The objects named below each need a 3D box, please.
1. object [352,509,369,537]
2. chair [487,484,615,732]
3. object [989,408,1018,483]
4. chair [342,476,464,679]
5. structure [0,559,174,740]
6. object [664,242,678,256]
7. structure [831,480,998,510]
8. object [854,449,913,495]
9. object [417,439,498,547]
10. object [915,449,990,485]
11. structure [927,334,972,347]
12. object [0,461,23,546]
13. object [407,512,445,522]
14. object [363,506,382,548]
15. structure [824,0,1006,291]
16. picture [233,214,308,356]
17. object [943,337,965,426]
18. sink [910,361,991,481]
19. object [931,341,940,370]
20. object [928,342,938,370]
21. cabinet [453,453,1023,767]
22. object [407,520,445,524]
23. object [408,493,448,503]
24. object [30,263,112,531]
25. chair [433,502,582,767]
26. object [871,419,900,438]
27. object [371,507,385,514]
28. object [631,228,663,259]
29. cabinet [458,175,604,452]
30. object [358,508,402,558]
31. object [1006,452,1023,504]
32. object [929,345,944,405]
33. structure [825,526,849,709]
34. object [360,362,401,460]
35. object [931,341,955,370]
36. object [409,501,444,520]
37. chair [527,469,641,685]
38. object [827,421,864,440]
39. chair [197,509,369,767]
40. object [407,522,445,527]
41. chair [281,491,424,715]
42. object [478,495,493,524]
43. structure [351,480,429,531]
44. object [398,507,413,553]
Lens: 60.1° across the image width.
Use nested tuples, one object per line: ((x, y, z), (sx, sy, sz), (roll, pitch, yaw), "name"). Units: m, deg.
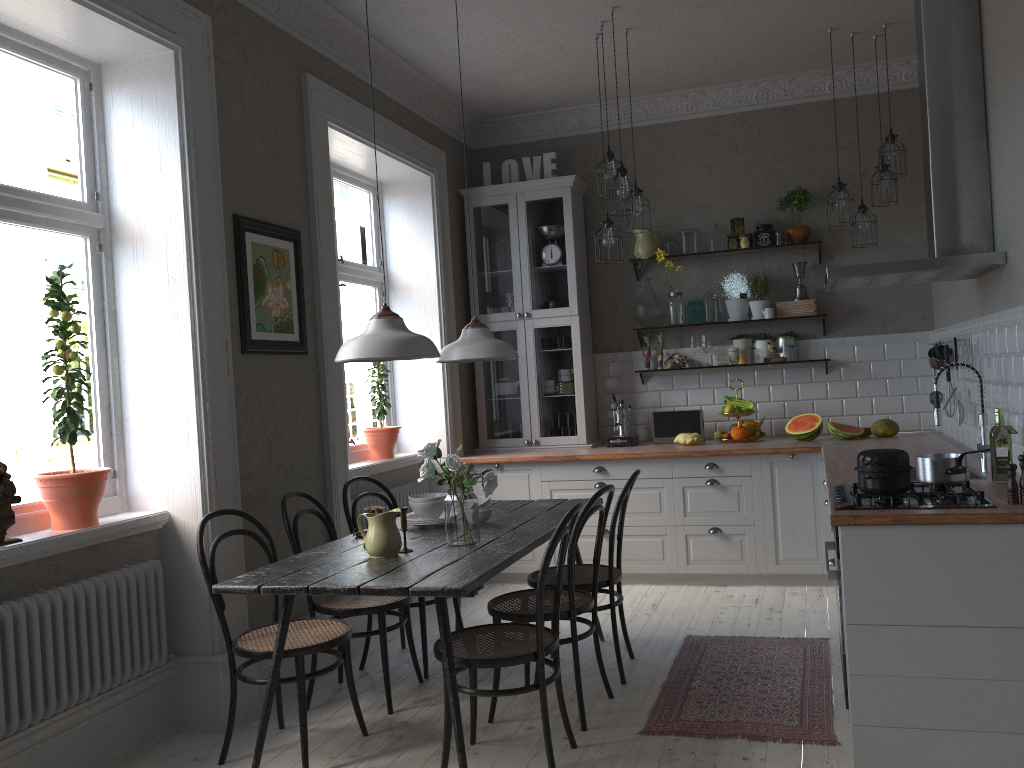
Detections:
((-0.607, 0.591, 3.793), (0.139, 0.112, 0.139), (-3, 0, 0), "object")
((0.166, 0.874, 3.605), (0.540, 0.920, 0.445), (-3, 0, 25), "chair")
((1.863, 0.233, 3.349), (0.088, 0.282, 0.083), (-3, 0, 18), "object")
((-0.526, 0.914, 4.367), (0.539, 0.920, 0.446), (-3, 0, 30), "chair")
((-1.606, 0.922, 2.987), (0.147, 0.428, 1.236), (-3, 0, 17), "structure")
((1.129, -0.946, 6.280), (0.102, 0.111, 0.104), (-3, 0, 17), "object")
((1.404, 0.384, 3.166), (0.490, 0.031, 0.613), (-3, 0, 18), "structure")
((1.280, 0.302, 3.051), (0.190, 0.147, 0.192), (-3, 0, -3), "object")
((-0.203, 0.416, 3.429), (0.308, 0.414, 0.254), (-3, 0, 16), "object")
((1.609, 0.290, 3.193), (0.178, 0.134, 0.297), (-4, 0, -38), "object")
((2.393, -0.229, 4.871), (0.093, 0.053, 1.099), (-3, 0, 19), "structure")
((-1.761, 0.377, 2.922), (0.118, 0.329, 0.240), (-3, 0, 20), "object")
((-0.366, 0.602, 3.961), (0.232, 0.027, 0.242), (-3, 0, 41), "object")
((-0.548, 0.558, 3.522), (0.096, 0.172, 0.096), (-3, 0, -1), "object")
((1.785, -1.284, 4.118), (0.704, 1.596, 0.720), (-3, 0, 18), "structure")
((-1.115, -0.444, 4.138), (0.019, 0.619, 0.527), (-3, 0, 19), "picture")
((2.232, -0.014, 4.509), (0.080, 0.443, 0.333), (-3, 0, 19), "object")
((1.742, 0.270, 3.745), (0.522, 0.720, 0.492), (-3, 0, 18), "sink")
((2.415, -0.159, 4.974), (0.107, 0.161, 0.138), (-3, 0, 20), "object")
((2.456, -0.162, 5.098), (0.106, 0.161, 0.139), (-3, 0, 30), "object")
((1.318, 0.831, 4.729), (2.022, 0.854, 4.124), (-4, 0, -26), "cabinet")
((-0.365, 0.610, 3.961), (0.240, 0.027, 0.235), (-3, 0, -14), "object")
((-0.370, 0.546, 3.961), (0.178, 0.094, 0.180), (-3, 0, 9), "object")
((-1.656, 0.039, 3.296), (0.275, 0.991, 0.265), (-4, 0, -33), "object")
((-0.003, 0.885, 3.092), (0.543, 0.920, 0.442), (-3, 0, 15), "chair")
((2.369, 0.280, 5.624), (0.206, 0.119, 0.130), (-4, 0, -20), "object")
((-0.514, 0.556, 3.435), (0.061, 0.172, 0.063), (-3, 0, 39), "object")
((0.956, -0.989, 6.270), (0.187, 0.216, 0.176), (-3, 0, 31), "object")
((0.145, -0.468, 6.437), (0.869, 1.921, 0.392), (-3, 0, 17), "cabinet")
((-0.488, 0.556, 3.302), (0.152, 0.170, 0.134), (-4, 0, -21), "object")
((1.634, 0.303, 2.858), (0.072, 0.167, 0.036), (-3, 0, 17), "object")
((2.553, -0.060, 5.346), (0.076, 0.379, 0.083), (-3, 0, 18), "object")
((1.449, 0.746, 3.156), (0.611, 0.623, 0.629), (-3, 0, 18), "structure")
((-0.854, 0.074, 5.681), (0.265, 0.813, 0.254), (-4, 0, -45), "object")
((2.365, -0.156, 4.855), (0.106, 0.161, 0.139), (-3, 0, 35), "object")
((-0.368, 0.566, 3.961), (0.178, 0.094, 0.180), (-3, 0, 9), "object")
((0.341, 0.863, 4.064), (0.543, 0.920, 0.442), (-3, 0, 15), "chair")
((2.106, 0.292, 5.572), (0.224, 0.127, 0.148), (-3, 0, 0), "object")
((-0.878, 0.938, 3.372), (0.540, 0.920, 0.445), (-3, 0, 25), "chair")
((-0.365, 0.619, 3.961), (0.232, 0.027, 0.242), (-3, 0, 36), "object")
((-0.701, 0.926, 3.906), (0.543, 0.920, 0.442), (-3, 0, 15), "chair")
((-0.149, 0.560, 3.940), (0.122, 0.119, 0.130), (-3, 0, 34), "object")
((-0.783, 0.867, 5.417), (0.147, 0.428, 1.236), (-3, 0, 17), "structure")
((-0.409, 0.553, 3.366), (0.058, 0.167, 0.060), (-3, 0, 31), "object")
